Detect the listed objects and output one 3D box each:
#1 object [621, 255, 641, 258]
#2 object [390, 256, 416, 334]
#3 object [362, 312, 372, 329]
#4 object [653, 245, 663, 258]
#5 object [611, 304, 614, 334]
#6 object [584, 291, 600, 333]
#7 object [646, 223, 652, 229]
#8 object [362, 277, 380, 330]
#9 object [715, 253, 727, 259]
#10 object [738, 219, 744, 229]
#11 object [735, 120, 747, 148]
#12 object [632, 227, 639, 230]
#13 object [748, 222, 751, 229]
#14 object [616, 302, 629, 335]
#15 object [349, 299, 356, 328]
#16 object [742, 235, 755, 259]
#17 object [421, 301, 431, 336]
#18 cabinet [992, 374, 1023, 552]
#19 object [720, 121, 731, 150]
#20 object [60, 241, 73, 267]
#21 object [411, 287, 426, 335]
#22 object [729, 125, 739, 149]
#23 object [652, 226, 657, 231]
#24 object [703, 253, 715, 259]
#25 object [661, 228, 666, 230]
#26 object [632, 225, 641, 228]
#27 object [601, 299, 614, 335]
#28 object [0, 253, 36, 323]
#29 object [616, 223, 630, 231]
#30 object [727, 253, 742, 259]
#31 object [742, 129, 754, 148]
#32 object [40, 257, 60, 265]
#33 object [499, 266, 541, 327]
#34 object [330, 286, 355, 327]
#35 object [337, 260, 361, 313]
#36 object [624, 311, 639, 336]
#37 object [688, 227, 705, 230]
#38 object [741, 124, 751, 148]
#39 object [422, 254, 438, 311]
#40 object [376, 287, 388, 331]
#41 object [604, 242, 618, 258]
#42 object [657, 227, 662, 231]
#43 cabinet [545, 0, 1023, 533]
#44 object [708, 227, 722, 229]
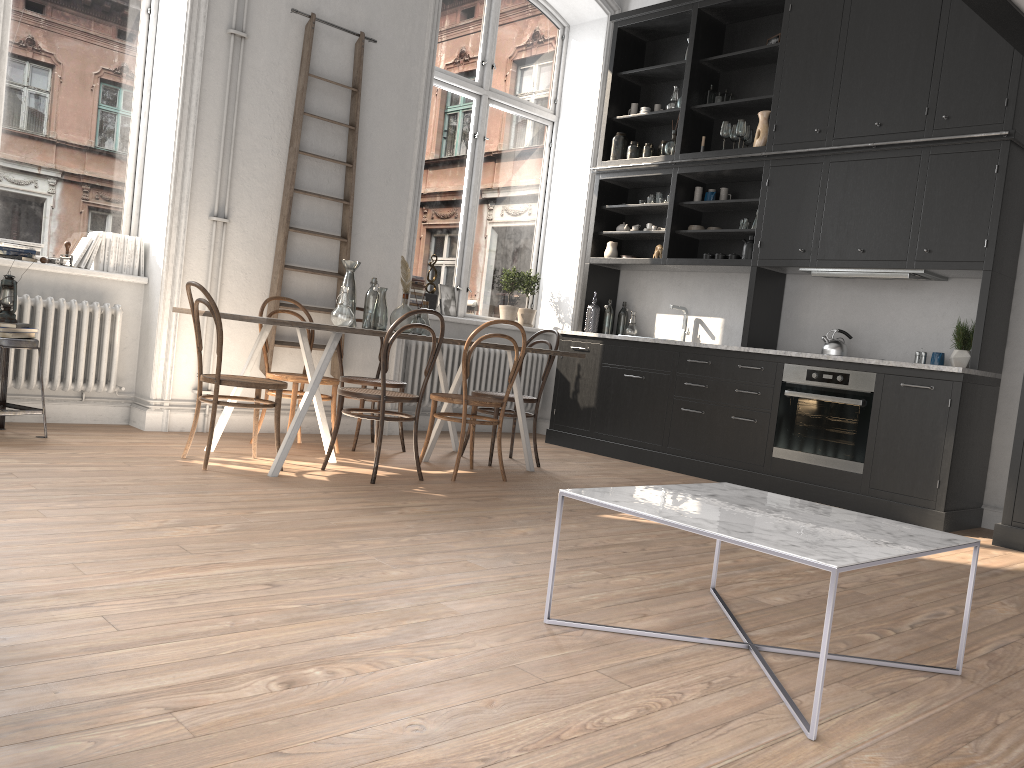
[{"bbox_3d":[0.984,-1.034,7.345,0.180,0.037,0.180,8,3,32],"label":"object"},{"bbox_3d":[-0.627,-0.524,5.235,0.157,0.446,0.156,5,3,-25],"label":"object"},{"bbox_3d":[-0.824,-0.361,5.069,0.058,0.094,0.058,6,3,-15],"label":"object"},{"bbox_3d":[1.165,-1.042,7.025,0.069,0.123,0.173,6,3,-11],"label":"object"},{"bbox_3d":[0.822,-0.564,7.568,0.086,0.301,0.086,5,4,-29],"label":"object"},{"bbox_3d":[0.679,-0.599,7.410,0.108,0.349,0.109,8,3,28],"label":"object"},{"bbox_3d":[1.116,-1.275,7.204,0.039,0.055,0.049,5,3,-23],"label":"object"},{"bbox_3d":[-0.820,-0.471,5.186,0.086,0.301,0.086,9,4,33],"label":"object"},{"bbox_3d":[1.553,-0.945,6.592,0.104,0.059,0.088,8,3,25],"label":"object"},{"bbox_3d":[1.709,-1.174,6.590,0.058,0.094,0.058,6,3,-4],"label":"object"},{"bbox_3d":[1.671,-1.816,6.490,0.083,0.221,0.083,7,3,3],"label":"object"},{"bbox_3d":[1.019,-1.274,7.318,0.055,0.033,0.058,8,3,22],"label":"object"},{"bbox_3d":[1.773,-1.170,6.669,0.058,0.094,0.058,8,3,24],"label":"object"},{"bbox_3d":[0.941,-0.548,7.534,0.086,0.301,0.086,7,3,3],"label":"object"},{"bbox_3d":[-0.929,-0.406,5.094,0.083,0.158,0.083,9,4,42],"label":"object"},{"bbox_3d":[1.747,-0.983,6.452,0.124,0.192,0.129,6,3,-15],"label":"object"},{"bbox_3d":[-0.548,-0.411,5.538,0.101,0.212,0.101,6,3,-4],"label":"object"},{"bbox_3d":[3.457,-0.201,4.489,0.634,2.372,1.400,4,4,-43],"label":"cabinet"},{"bbox_3d":[1.581,-1.830,6.584,0.083,0.221,0.083,6,3,-12],"label":"object"},{"bbox_3d":[-2.666,-0.779,5.313,0.088,0.153,0.048,7,3,17],"label":"object"},{"bbox_3d":[-0.566,-0.443,5.412,0.106,0.284,0.107,9,4,42],"label":"object"},{"bbox_3d":[1.668,-1.823,6.643,0.083,0.221,0.083,9,4,39],"label":"object"},{"bbox_3d":[1.141,-1.244,7.143,0.049,0.054,0.039,6,3,-18],"label":"object"},{"bbox_3d":[1.483,-0.958,6.679,0.104,0.059,0.088,9,3,35],"label":"object"},{"bbox_3d":[1.220,-1.238,7.132,0.048,0.041,0.058,8,3,25],"label":"object"},{"bbox_3d":[1.022,-1.294,7.317,0.055,0.047,0.058,5,3,-28],"label":"object"},{"bbox_3d":[0.806,-0.559,7.445,0.086,0.301,0.086,9,4,33],"label":"object"},{"bbox_3d":[-2.656,-0.518,4.725,0.154,0.383,0.163,8,3,20],"label":"object"},{"bbox_3d":[0.936,-1.305,7.452,0.125,0.100,0.140,8,3,28],"label":"object"},{"bbox_3d":[1.636,-0.933,6.533,0.104,0.059,0.088,5,3,-34],"label":"object"},{"bbox_3d":[1.780,-1.813,6.707,0.083,0.221,0.083,6,3,-12],"label":"object"},{"bbox_3d":[-2.772,-0.739,5.298,0.088,0.048,0.153,6,3,-3],"label":"object"},{"bbox_3d":[0.057,-0.783,7.916,0.234,0.524,0.500,9,4,36],"label":"object"},{"bbox_3d":[-0.933,-0.430,4.913,0.132,0.219,0.132,9,4,36],"label":"object"},{"bbox_3d":[-0.962,-0.529,5.199,0.116,0.383,0.116,5,4,-32],"label":"object"},{"bbox_3d":[1.006,-0.496,7.430,0.132,0.219,0.120,4,4,-43],"label":"object"},{"bbox_3d":[-1.112,-0.507,5.437,5.829,1.843,0.791,4,4,-38],"label":"object"},{"bbox_3d":[1.723,-1.814,6.583,0.083,0.221,0.083,4,4,-44],"label":"object"},{"bbox_3d":[-0.661,-0.816,7.242,0.122,0.488,0.102,6,3,-19],"label":"object"},{"bbox_3d":[-0.788,-0.450,5.318,0.100,0.255,0.098,8,3,24],"label":"object"},{"bbox_3d":[0.833,-1.109,7.409,0.115,0.144,0.127,8,3,26],"label":"object"},{"bbox_3d":[1.197,-1.236,7.145,0.049,0.041,0.056,8,3,20],"label":"object"},{"bbox_3d":[1.786,-1.090,6.335,0.635,3.585,3.248,4,4,-43],"label":"cabinet"},{"bbox_3d":[1.570,-1.189,6.866,0.112,0.036,0.112,7,3,-1],"label":"object"}]
